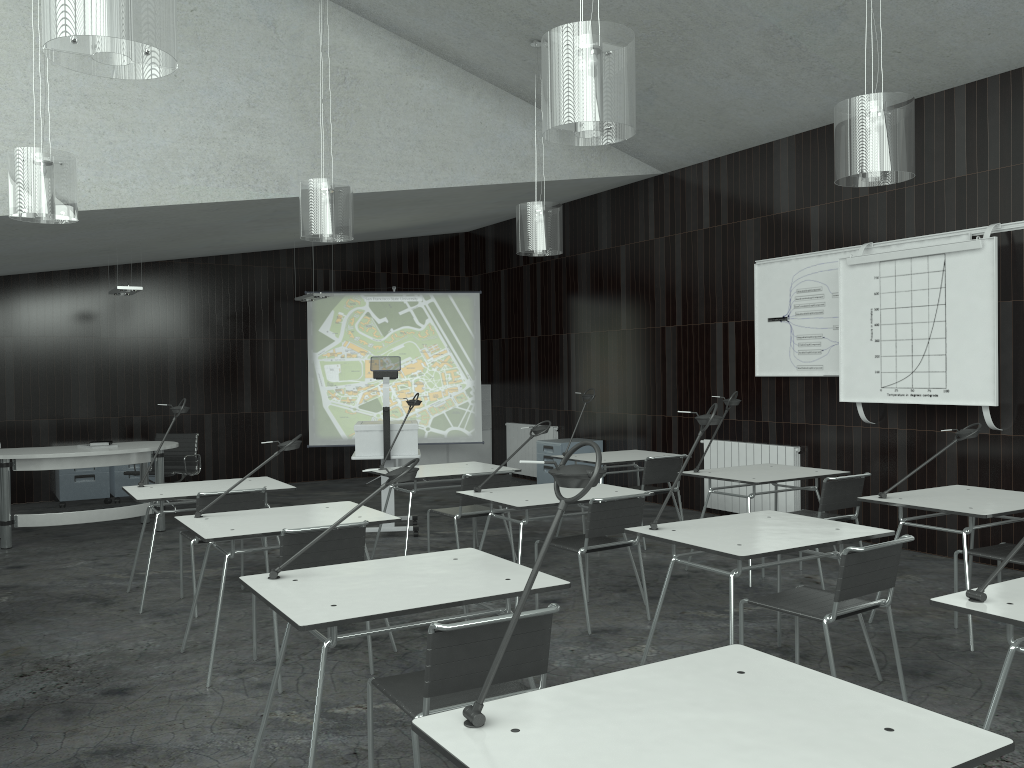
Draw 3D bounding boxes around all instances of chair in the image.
[{"bbox_3d":[-0.149,1.058,2.581,0.428,0.765,0.555,-1,1,-29],"label":"chair"},{"bbox_3d":[-3.450,0.976,8.789,0.560,0.825,0.587,-1,1,8],"label":"chair"},{"bbox_3d":[1.893,0.985,5.519,0.428,0.765,0.555,-1,1,-33],"label":"chair"},{"bbox_3d":[-0.270,1.007,5.910,0.428,0.765,0.555,-1,1,-34],"label":"chair"},{"bbox_3d":[0.435,1.016,4.777,0.428,0.765,0.555,-1,1,-35],"label":"chair"},{"bbox_3d":[1.234,1.026,3.489,0.428,0.765,0.555,-1,1,-36],"label":"chair"},{"bbox_3d":[-0.910,1.046,3.997,0.428,0.765,0.555,-1,1,-31],"label":"chair"},{"bbox_3d":[2.541,0.995,4.355,0.428,0.765,0.555,-1,1,-29],"label":"chair"},{"bbox_3d":[1.036,0.975,6.853,0.428,0.765,0.555,-1,1,-33],"label":"chair"},{"bbox_3d":[-1.684,1.038,5.168,0.428,0.765,0.555,-1,1,-32],"label":"chair"}]

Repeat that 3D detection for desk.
[{"bbox_3d":[-0.492,0.729,6.265,0.900,1.321,0.700,-1,1,-31],"label":"desk"},{"bbox_3d":[0.238,0.823,5.015,0.900,1.153,0.700,-1,1,-31],"label":"desk"},{"bbox_3d":[-1.078,0.853,4.242,0.900,1.153,0.700,-1,1,-31],"label":"desk"},{"bbox_3d":[2.374,0.801,4.600,0.900,1.153,0.700,-1,1,-31],"label":"desk"},{"bbox_3d":[-0.365,0.864,2.940,0.900,1.153,0.700,-1,1,-31],"label":"desk"},{"bbox_3d":[1.663,0.707,5.869,0.900,1.321,0.700,-1,1,-33],"label":"desk"},{"bbox_3d":[0.865,0.698,7.094,0.900,1.321,0.700,-1,1,-32],"label":"desk"},{"bbox_3d":[-1.858,0.760,5.428,0.900,1.321,0.700,-1,1,-30],"label":"desk"},{"bbox_3d":[1.790,0.842,2.549,0.900,1.153,0.700,-1,1,-31],"label":"desk"},{"bbox_3d":[0.361,0.790,1.687,0.900,1.321,0.700,-1,1,-31],"label":"desk"},{"bbox_3d":[-3.581,1.004,7.390,1.600,0.818,0.910,-1,1,-36],"label":"desk"},{"bbox_3d":[1.043,0.748,3.770,0.900,1.321,0.700,-1,1,-31],"label":"desk"}]

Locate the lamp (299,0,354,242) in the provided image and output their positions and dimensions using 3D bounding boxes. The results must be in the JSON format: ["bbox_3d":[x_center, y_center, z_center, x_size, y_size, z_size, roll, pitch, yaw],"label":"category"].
[{"bbox_3d":[-1.248,-2.232,5.894,0.350,2.307,0.359,-1,1,-31],"label":"lamp"}]

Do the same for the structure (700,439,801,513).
[{"bbox_3d":[2.049,0.911,7.710,0.079,0.688,1.129,-1,1,-31],"label":"structure"}]

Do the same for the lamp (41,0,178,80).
[{"bbox_3d":[-1.156,-2.450,2.499,0.350,2.848,0.359,-1,1,-31],"label":"lamp"}]

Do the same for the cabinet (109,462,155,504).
[{"bbox_3d":[-4.094,1.062,9.626,0.502,0.648,0.598,-1,1,-32],"label":"cabinet"}]

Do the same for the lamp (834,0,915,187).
[{"bbox_3d":[1.728,-1.972,4.245,0.350,1.761,0.359,-1,1,-31],"label":"lamp"}]

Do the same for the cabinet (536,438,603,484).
[{"bbox_3d":[0.626,1.000,9.580,0.598,0.648,0.502,-1,1,-32],"label":"cabinet"}]

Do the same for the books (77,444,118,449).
[{"bbox_3d":[-3.512,0.582,7.516,0.297,0.021,0.210,0,1,42],"label":"books"}]

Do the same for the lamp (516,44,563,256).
[{"bbox_3d":[0.201,-1.992,6.771,0.350,1.761,0.359,-1,1,-31],"label":"lamp"}]

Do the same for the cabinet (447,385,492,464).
[{"bbox_3d":[-0.693,0.657,11.680,0.639,1.285,0.587,-1,1,-31],"label":"cabinet"}]

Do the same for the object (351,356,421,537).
[{"bbox_3d":[-1.043,0.559,7.386,0.559,1.639,0.680,-1,1,-7],"label":"object"}]

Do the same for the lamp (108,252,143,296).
[{"bbox_3d":[-3.578,-2.724,8.122,0.212,3.595,0.600,-1,1,-31],"label":"lamp"}]

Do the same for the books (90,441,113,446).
[{"bbox_3d":[-3.473,0.557,7.493,0.164,0.032,0.183,-1,1,-18],"label":"books"}]

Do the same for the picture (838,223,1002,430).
[{"bbox_3d":[2.840,-0.416,6.177,0.254,1.508,1.191,-1,1,-31],"label":"picture"}]

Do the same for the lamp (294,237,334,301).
[{"bbox_3d":[-2.050,-2.758,9.045,0.212,3.595,0.600,-1,1,-31],"label":"lamp"}]

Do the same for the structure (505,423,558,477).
[{"bbox_3d":[0.224,0.887,10.731,0.079,0.688,1.129,-1,1,-31],"label":"structure"}]

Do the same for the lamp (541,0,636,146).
[{"bbox_3d":[0.279,-2.212,3.368,0.350,2.307,0.359,-1,1,-31],"label":"lamp"}]

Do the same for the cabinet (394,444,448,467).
[{"bbox_3d":[-1.247,0.670,11.345,0.639,1.285,0.587,-1,1,-31],"label":"cabinet"}]

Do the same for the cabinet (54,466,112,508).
[{"bbox_3d":[-4.535,1.072,9.360,0.502,0.648,0.598,-1,1,-32],"label":"cabinet"}]

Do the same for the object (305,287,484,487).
[{"bbox_3d":[-1.354,0.035,10.322,2.051,2.602,0.673,-1,1,-7],"label":"object"}]

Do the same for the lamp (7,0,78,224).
[{"bbox_3d":[-2.683,-2.470,5.026,0.350,2.848,0.359,-1,1,-31],"label":"lamp"}]

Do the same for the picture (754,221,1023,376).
[{"bbox_3d":[3.073,-0.611,5.991,0.050,1.102,3.818,-1,1,-31],"label":"picture"}]
